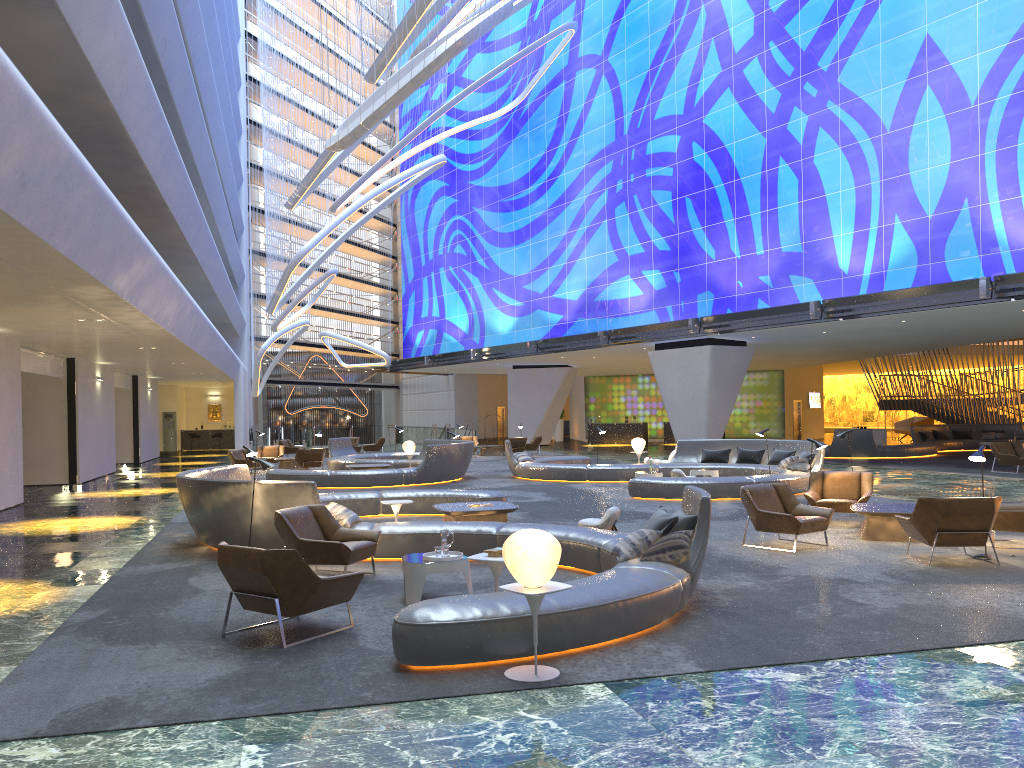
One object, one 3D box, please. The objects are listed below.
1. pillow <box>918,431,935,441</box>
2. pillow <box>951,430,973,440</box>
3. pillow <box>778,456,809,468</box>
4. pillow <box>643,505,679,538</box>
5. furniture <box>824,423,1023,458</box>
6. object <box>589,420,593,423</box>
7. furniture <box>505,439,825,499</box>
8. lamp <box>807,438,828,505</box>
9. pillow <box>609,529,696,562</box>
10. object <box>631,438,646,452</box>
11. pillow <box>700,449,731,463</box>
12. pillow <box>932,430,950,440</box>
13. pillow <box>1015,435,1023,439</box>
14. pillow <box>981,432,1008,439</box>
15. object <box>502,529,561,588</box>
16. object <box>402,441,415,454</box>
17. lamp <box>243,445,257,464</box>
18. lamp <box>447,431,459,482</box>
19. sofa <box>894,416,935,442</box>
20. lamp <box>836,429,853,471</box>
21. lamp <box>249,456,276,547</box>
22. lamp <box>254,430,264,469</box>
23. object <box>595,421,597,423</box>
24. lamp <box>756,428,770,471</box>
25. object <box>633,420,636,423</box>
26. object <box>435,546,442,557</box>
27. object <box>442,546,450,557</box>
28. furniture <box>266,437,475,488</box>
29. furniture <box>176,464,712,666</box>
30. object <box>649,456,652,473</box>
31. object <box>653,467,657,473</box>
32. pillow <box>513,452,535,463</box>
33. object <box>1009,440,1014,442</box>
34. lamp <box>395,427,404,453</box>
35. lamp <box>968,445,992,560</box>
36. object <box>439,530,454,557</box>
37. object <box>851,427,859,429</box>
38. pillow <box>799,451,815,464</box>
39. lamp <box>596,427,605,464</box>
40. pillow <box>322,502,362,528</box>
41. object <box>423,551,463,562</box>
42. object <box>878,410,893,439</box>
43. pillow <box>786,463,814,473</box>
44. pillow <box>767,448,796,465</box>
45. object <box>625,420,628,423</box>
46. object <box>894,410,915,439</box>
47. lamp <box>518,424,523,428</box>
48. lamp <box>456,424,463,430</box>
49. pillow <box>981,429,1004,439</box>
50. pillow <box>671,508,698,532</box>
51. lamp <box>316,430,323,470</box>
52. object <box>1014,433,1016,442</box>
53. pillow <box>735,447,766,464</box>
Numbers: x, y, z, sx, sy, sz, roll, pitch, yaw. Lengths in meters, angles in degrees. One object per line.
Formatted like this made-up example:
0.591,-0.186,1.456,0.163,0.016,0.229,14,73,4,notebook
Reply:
15.424,1.940,32.933,0.769,0.369,0.295,0,-1,-35,pillow
17.057,1.913,33.565,0.784,0.386,0.315,-1,-1,2,pillow
6.240,1.719,19.581,0.877,0.262,0.692,-2,-2,41,pillow
1.401,1.394,8.489,0.315,0.386,0.785,-1,-1,1,pillow
14.688,1.980,31.489,9.926,0.969,5.187,-1,-2,2,furniture
4.103,1.953,45.892,0.149,0.150,0.149,-1,-1,20,object
3.350,1.879,21.814,5.184,0.969,9.932,0,-2,-23,furniture
4.643,1.468,13.544,0.384,1.300,0.202,-1,0,38,lamp
1.276,1.477,8.156,0.874,0.280,0.684,-2,-2,23,pillow
3.440,1.659,24.152,0.367,0.387,0.318,-1,-1,-32,object
4.989,1.778,21.760,0.769,0.369,0.295,-2,-1,30,pillow
16.148,1.919,33.387,0.759,0.417,0.281,0,-1,-21,pillow
18.794,1.961,32.506,0.444,0.207,0.443,0,-2,-28,pillow
17.928,1.933,33.145,0.877,0.262,0.693,0,-2,-24,pillow
0.131,1.166,5.917,0.367,0.387,0.318,-1,-1,-32,object
-2.916,1.796,25.060,0.367,0.387,0.318,-1,-1,-7,object
-4.306,1.652,14.487,0.384,1.300,0.202,-1,0,35,lamp
-1.522,1.854,22.673,0.384,1.300,0.202,-1,0,3,lamp
19.357,2.175,42.714,1.062,1.180,3.417,-1,-2,11,sofa
6.708,1.562,17.781,0.384,1.300,0.202,-1,0,29,lamp
-3.016,1.511,10.639,0.384,1.300,0.202,-1,0,-15,lamp
-8.414,2.182,29.484,0.384,1.300,0.202,-1,0,3,lamp
4.334,1.967,45.806,0.108,0.108,0.111,-1,-1,20,object
5.687,1.647,19.968,0.384,1.300,0.202,-1,0,-21,lamp
6.236,1.893,45.055,0.150,0.145,0.150,-1,-1,19,object
-0.687,1.582,8.288,0.071,0.118,0.071,-1,0,-32,object
-0.620,1.583,8.332,0.071,0.118,0.071,-1,0,43,object
-3.489,2.124,25.913,5.185,0.969,9.930,-1,-2,2,furniture
-1.474,1.628,10.904,5.184,0.969,9.932,0,-2,-18,furniture
2.988,1.734,19.058,0.076,0.356,0.066,-1,0,43,object
3.087,1.854,19.177,0.071,0.118,0.151,-1,-1,-4,object
0.283,1.949,23.730,0.692,0.262,0.877,-1,-2,-6,pillow
16.962,1.950,30.116,0.151,0.118,0.071,-1,0,21,object
-3.913,2.137,30.569,0.384,1.300,0.202,-1,0,3,lamp
5.348,1.351,10.112,0.202,1.300,0.384,-1,0,37,lamp
-0.630,1.519,8.428,0.131,0.252,0.103,-1,0,-31,object
12.599,1.757,32.543,0.318,0.387,0.367,-1,-1,-7,object
6.429,1.670,19.526,0.317,0.366,0.775,-1,-1,2,pillow
2.419,1.837,24.338,0.202,1.300,0.384,-1,0,-39,lamp
-2.206,1.600,10.954,0.877,0.262,0.692,-2,-2,38,pillow
-0.652,1.628,8.381,0.381,0.038,0.381,0,-2,-23,object
19.327,2.024,45.865,0.476,1.664,1.205,-1,0,40,object
6.027,1.754,18.527,0.445,0.207,0.443,-2,-2,37,pillow
6.252,1.701,20.546,0.315,0.386,0.785,-1,-1,-23,pillow
5.846,1.903,45.178,0.150,0.145,0.150,-1,-1,19,object
20.385,2.002,45.747,1.205,1.664,0.476,-1,0,-5,object
0.346,2.184,34.495,0.202,1.300,0.384,-1,0,2,lamp
-2.207,2.302,36.895,0.384,1.300,0.202,-1,0,3,lamp
18.056,1.891,33.294,0.775,0.366,0.317,-2,-1,27,pillow
1.595,1.417,8.575,0.295,0.369,0.769,-1,-1,-2,pillow
-5.862,2.064,27.083,0.202,1.300,0.384,-1,0,2,lamp
17.027,1.826,29.977,0.076,0.356,0.066,-1,0,-22,object
5.707,1.729,21.295,0.759,0.417,0.281,-2,-1,44,pillow
